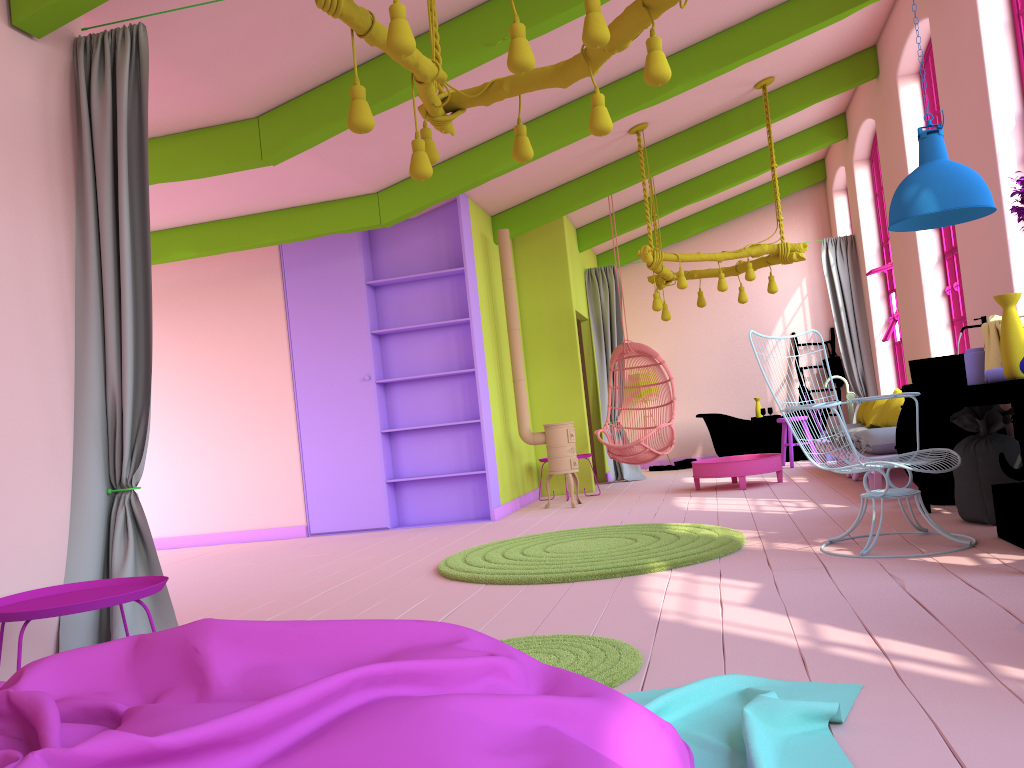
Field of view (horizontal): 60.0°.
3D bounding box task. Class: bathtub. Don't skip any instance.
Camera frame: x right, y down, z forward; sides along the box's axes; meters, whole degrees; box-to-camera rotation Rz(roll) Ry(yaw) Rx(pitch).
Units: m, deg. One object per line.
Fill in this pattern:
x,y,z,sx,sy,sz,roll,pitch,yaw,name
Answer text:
3.461,0.673,11.891,1.889,0.739,0.826,-7,-2,13,bathtub

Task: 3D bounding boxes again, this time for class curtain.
-1.683,-0.195,3.690,0.518,2.784,0.525,-6,-2,-7,curtain
1.271,-0.162,11.325,0.518,2.784,0.525,-6,-2,-7,curtain
4.124,-0.443,10.673,0.519,2.784,0.525,-7,-2,32,curtain

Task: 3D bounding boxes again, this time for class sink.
2.618,-0.082,5.337,0.340,0.194,0.609,-7,-3,12,sink

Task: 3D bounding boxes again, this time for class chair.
1.200,-0.690,9.541,0.861,3.128,0.806,-7,-2,32,chair
1.920,0.255,4.788,1.078,1.238,0.925,-4,-3,-43,chair
3.423,0.699,10.765,0.472,0.593,0.447,-5,-2,-19,chair

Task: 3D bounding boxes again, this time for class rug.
0.486,1.041,5.572,1.889,0.050,1.889,-6,-3,0,rug
0.043,0.981,3.065,0.792,0.021,0.793,-6,-3,-5,rug

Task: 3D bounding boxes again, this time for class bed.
-0.753,0.736,1.186,2.803,0.513,3.577,-7,-3,12,bed

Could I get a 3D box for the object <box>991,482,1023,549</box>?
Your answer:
2.673,0.631,4.321,0.446,0.277,0.522,-7,-3,13,object

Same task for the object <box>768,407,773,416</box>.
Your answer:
3.458,0.398,11.862,0.069,0.170,0.069,-7,-3,32,object

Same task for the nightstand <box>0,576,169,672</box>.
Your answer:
-1.427,0.912,2.919,0.595,0.458,0.596,-4,-3,-40,nightstand

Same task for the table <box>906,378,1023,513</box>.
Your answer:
2.692,0.371,4.649,0.655,0.820,2.193,-7,-3,13,table

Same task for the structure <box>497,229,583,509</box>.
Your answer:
0.316,-0.175,8.874,0.577,2.813,0.403,-7,-2,30,structure

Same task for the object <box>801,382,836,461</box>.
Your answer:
3.865,0.462,11.019,0.277,0.987,0.452,-5,-3,-33,object

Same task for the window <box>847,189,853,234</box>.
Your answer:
4.607,-1.329,11.502,0.072,3.046,1.275,-7,-2,13,window

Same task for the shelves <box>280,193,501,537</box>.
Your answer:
-1.191,-0.166,8.457,1.842,3.103,0.384,-7,-2,13,shelves

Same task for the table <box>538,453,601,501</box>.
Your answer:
0.604,1.013,9.656,0.595,0.458,0.596,-4,-3,-40,table

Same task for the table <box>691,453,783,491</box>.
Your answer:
2.266,0.888,8.919,0.886,0.285,0.885,-8,-3,38,table

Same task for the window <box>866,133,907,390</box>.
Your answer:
4.187,-1.362,9.639,0.551,3.008,1.514,-7,-2,13,window

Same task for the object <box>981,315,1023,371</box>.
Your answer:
2.700,-0.207,4.629,0.444,0.369,0.633,-7,-3,13,object

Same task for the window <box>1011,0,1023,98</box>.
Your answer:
3.107,-1.475,4.846,0.492,3.002,1.497,-7,-2,13,window

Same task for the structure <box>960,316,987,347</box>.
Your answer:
2.793,-0.201,5.324,0.166,0.396,0.087,-7,-2,22,structure

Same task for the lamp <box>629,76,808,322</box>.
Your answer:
1.826,-1.804,9.012,1.610,2.263,1.776,-6,-2,-6,lamp

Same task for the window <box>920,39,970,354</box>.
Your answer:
3.644,-1.427,7.247,0.072,3.046,1.275,-7,-2,13,window

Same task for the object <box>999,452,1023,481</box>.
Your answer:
2.726,0.537,4.459,0.300,0.448,0.672,-6,-3,-12,object

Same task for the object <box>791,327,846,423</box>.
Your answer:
4.337,0.100,12.451,0.604,1.764,0.410,-7,-2,13,object

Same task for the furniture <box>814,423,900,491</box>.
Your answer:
3.444,0.624,8.361,0.908,0.507,3.776,-7,-3,13,furniture

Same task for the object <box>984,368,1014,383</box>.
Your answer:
2.433,-0.042,4.414,0.137,0.076,0.076,-8,-3,33,object

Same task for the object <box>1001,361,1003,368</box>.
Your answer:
2.504,-0.072,4.466,0.065,0.118,0.065,-5,-3,-29,object

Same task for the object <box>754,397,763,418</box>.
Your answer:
3.309,0.343,11.899,0.097,0.320,0.097,-7,-2,24,object

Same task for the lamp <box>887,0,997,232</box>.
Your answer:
2.178,-1.867,4.760,0.529,2.001,0.528,-8,-3,44,lamp

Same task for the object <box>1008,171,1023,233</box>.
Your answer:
2.474,-0.522,3.896,0.441,0.950,0.503,-5,-2,-27,object

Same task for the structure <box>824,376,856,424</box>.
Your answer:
4.409,0.405,11.659,0.254,1.061,0.452,-5,-3,-34,structure

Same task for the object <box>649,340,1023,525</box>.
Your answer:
2.456,0.226,9.066,2.827,1.579,7.866,-7,-3,13,object

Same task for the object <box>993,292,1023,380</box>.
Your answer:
2.257,-0.213,3.997,0.116,0.382,0.116,-6,-2,-14,object

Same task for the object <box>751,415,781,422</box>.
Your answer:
3.407,0.467,11.907,0.360,0.068,1.323,-7,-3,13,object

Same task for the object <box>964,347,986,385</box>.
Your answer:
2.539,-0.096,4.846,0.109,0.197,0.109,-6,-2,5,object

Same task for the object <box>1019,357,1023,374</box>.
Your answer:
2.240,-0.140,3.796,0.132,0.219,0.132,-7,-3,29,object

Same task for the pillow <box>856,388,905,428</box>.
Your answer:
3.586,0.245,8.418,0.578,0.399,1.998,-7,-3,12,pillow

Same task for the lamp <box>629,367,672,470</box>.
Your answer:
1.945,0.499,12.880,0.492,1.466,0.476,-8,-3,43,lamp

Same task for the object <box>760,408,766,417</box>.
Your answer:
3.325,0.406,11.725,0.069,0.170,0.069,-7,-3,32,object

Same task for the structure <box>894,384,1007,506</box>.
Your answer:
3.026,0.395,6.122,0.718,0.844,0.718,-5,-2,-20,structure

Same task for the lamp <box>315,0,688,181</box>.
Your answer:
-0.138,-2.039,3.776,1.610,2.263,1.776,-6,-2,-6,lamp
